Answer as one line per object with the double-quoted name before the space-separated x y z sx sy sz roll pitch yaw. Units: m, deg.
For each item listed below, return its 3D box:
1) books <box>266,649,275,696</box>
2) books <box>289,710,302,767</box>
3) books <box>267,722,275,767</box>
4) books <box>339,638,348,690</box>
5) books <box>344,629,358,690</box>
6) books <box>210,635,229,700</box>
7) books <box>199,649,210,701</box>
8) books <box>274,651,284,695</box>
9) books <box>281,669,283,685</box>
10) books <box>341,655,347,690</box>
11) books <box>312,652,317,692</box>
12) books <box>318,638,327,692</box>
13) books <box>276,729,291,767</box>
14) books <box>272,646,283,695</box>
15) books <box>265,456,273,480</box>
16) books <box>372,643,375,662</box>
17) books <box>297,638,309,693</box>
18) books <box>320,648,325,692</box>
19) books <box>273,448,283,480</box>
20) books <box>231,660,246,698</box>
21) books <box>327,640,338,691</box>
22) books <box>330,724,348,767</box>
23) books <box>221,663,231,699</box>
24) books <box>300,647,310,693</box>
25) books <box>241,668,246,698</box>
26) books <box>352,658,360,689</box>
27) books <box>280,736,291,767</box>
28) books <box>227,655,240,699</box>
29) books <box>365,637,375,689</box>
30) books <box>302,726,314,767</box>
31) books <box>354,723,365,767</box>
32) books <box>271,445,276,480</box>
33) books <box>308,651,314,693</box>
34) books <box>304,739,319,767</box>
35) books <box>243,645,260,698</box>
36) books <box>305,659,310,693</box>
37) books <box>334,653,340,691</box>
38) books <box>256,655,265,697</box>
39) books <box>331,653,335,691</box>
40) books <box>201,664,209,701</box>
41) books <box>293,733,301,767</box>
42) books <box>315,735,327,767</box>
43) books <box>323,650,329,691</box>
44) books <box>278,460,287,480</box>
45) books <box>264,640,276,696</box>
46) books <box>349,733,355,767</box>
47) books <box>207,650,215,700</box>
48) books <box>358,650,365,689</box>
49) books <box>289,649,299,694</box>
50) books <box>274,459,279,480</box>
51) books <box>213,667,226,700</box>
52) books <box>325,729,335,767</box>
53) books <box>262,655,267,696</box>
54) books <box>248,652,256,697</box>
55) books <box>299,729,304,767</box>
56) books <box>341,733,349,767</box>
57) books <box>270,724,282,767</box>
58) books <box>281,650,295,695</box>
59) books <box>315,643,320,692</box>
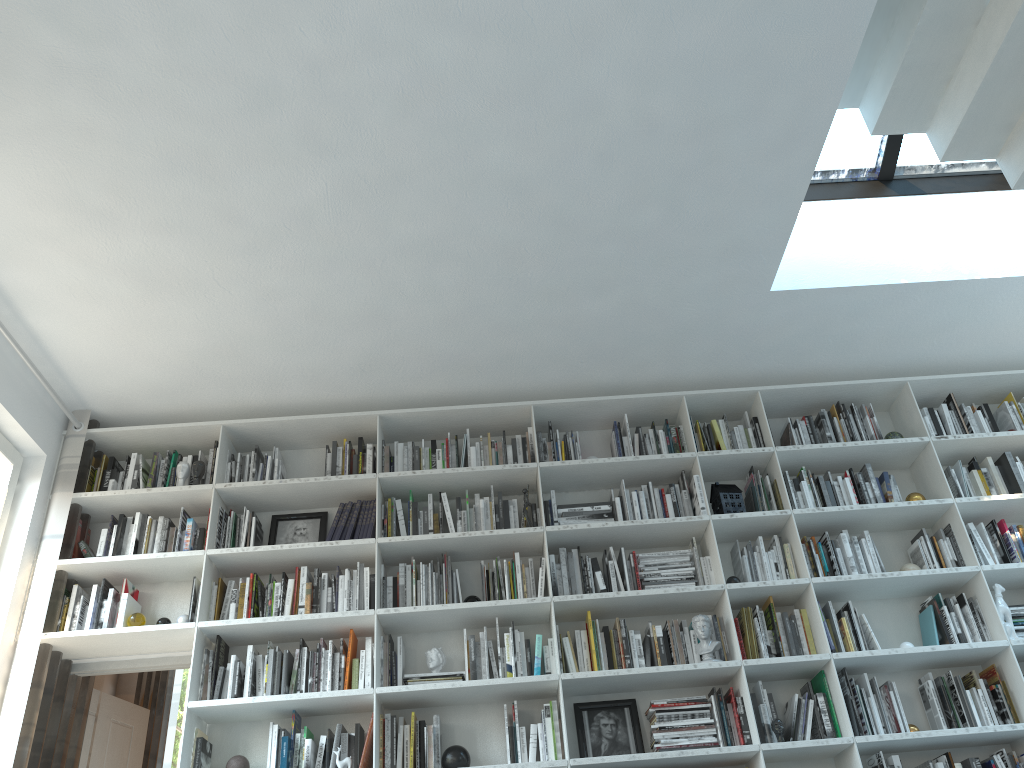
"books" -1.132 1.413 4.218 0.021 0.246 0.190 -4 -34 -2
"books" -0.994 1.684 4.063 0.011 0.334 0.154 -4 -34 -2
"books" -1.088 1.705 4.036 0.012 0.283 0.160 -4 -34 -2
"books" -0.812 1.389 4.266 0.015 0.291 0.144 -4 -34 -2
"books" -0.775 1.365 4.265 0.035 0.324 0.171 -4 -34 -2
"books" -1.394 1.390 4.227 0.012 0.332 0.185 -4 -34 -2
"books" -1.454 1.430 4.235 0.012 0.283 0.160 -4 -34 -2
"books" -1.098 1.416 4.218 0.024 0.236 0.168 -4 -34 -2
"books" -1.080 1.443 4.232 0.010 0.203 0.140 -4 -34 -2
"books" -0.795 1.417 4.229 0.013 0.202 0.162 -4 -34 -2
"books" -0.931 1.418 4.235 0.013 0.226 0.152 -4 -34 -2
"books" -0.911 1.391 4.266 0.011 0.302 0.130 -4 -34 -2
"books" -1.041 1.718 4.035 0.031 0.254 0.144 -4 -34 -2
"books" -1.116 1.412 4.240 0.011 0.269 0.158 -4 -34 -2
"books" -1.307 0.525 4.814 0.021 0.212 0.174 -4 -34 -2
"books" -0.649 1.391 4.258 0.036 0.256 0.124 -4 -34 -2
"books" -1.002 1.388 4.246 0.013 0.298 0.152 -4 -34 -2
"books" -0.898 1.410 4.248 0.011 0.250 0.140 -4 -34 -2
"books" -1.285 0.508 4.863 0.015 0.291 0.131 -4 -34 -2
"books" -1.284 1.436 4.194 0.028 0.202 0.189 -4 -34 -2
"books" -0.858 1.387 4.240 0.015 0.273 0.158 -4 -34 -2
"books" -0.794 1.698 4.037 0.060 0.254 0.159 -4 -34 -2
"books" -1.341 1.452 4.215 0.042 0.207 0.144 -4 -34 -2
"books" -0.983 1.411 4.243 0.021 0.255 0.157 -4 -34 -2
"books" -1.259 1.466 4.227 0.021 0.186 0.130 -4 -34 -2
"books" -0.737 1.424 4.229 0.030 0.182 0.152 -4 -34 -2
"books" -1.009 1.719 3.999 0.029 0.207 0.190 -4 -34 -2
"books" -1.310 1.430 4.210 0.022 0.234 0.178 -4 -34 -2
"books" -0.682 1.381 4.264 0.027 0.284 0.149 -4 -34 -2
"books" -0.927 1.705 4.026 0.011 0.249 0.173 -4 -34 -2
"books" -0.696 1.696 4.044 0.021 0.250 0.155 -4 -34 -2
"books" -1.296 0.499 4.855 0.007 0.299 0.146 -4 -34 -2
"books" -0.945 1.412 4.226 0.013 0.228 0.178 -4 -34 -2
"books" -0.905 1.721 3.999 0.029 0.189 0.190 -4 -34 -2
"books" -1.240 1.413 4.235 0.023 0.279 0.175 -4 -34 -2
"books" -0.961 1.431 4.230 0.021 0.204 0.130 -4 -34 -2
"books" -0.827 1.417 4.241 0.021 0.219 0.149 -4 -34 -2
"books" -1.192 1.435 4.239 0.049 0.241 0.140 -4 -34 -2
"books" -0.843 1.417 4.236 0.012 0.216 0.161 -4 -34 -2
"books" -1.432 1.455 4.207 0.026 0.208 0.156 -4 -34 -2
"books" -0.970 1.729 4.040 0.030 0.230 0.148 -4 -34 -2
"books" -0.863 1.727 4.035 0.056 0.213 0.143 -4 -34 -2
"books" -0.878 1.417 4.254 0.028 0.241 0.132 -4 -34 -2
"books" -1.255 0.537 4.835 0.013 0.209 0.137 -4 -34 -2
"books" -1.149 1.399 4.237 0.011 0.291 0.184 -4 -34 -2
"books" -0.718 1.713 4.030 0.027 0.208 0.144 -4 -34 -2
"books" -1.411 1.421 4.210 0.027 0.264 0.177 -4 -34 -2
"books" -0.708 1.405 4.242 0.031 0.222 0.145 -4 -34 -2
"books" -1.030 1.418 4.247 0.048 0.255 0.142 -4 -34 -2
"books" -1.268 0.535 4.824 0.014 0.200 0.171 -4 -34 -2
"books" -1.364 1.454 4.191 0.037 0.181 0.190 -4 -34 -2
"books" -0.830 1.714 4.044 0.013 0.240 0.142 -4 -34 -2
"books" -1.160 1.428 4.221 0.014 0.228 0.149 -4 -34 -2
"books" -1.222 1.422 4.219 0.011 0.244 0.177 -4 -34 -2
"books" -0.944 1.717 4.040 0.022 0.247 0.129 -4 -34 -2
"books" -0.747 1.710 4.020 0.030 0.206 0.173 -4 -34 -2
"books" -1.069 1.708 4.032 0.024 0.271 0.151 -4 -34 -2
"books" -1.065 1.416 4.228 0.023 0.241 0.185 -4 -34 -2
"books" -0.921 1.396 4.244 0.012 0.270 0.146 -4 -34 -2
